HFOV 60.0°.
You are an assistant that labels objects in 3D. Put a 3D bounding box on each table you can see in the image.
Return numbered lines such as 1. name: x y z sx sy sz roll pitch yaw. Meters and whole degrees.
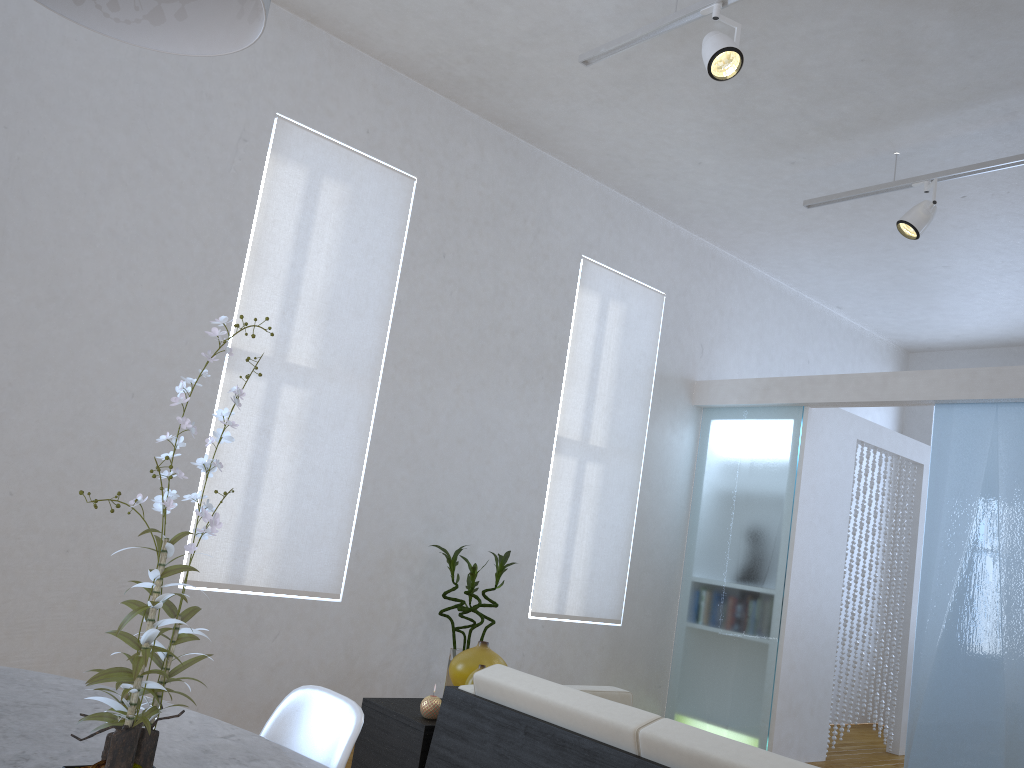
1. table: -0.631 0.782 0.908 1.075 0.620 1.911 17 -13 -40

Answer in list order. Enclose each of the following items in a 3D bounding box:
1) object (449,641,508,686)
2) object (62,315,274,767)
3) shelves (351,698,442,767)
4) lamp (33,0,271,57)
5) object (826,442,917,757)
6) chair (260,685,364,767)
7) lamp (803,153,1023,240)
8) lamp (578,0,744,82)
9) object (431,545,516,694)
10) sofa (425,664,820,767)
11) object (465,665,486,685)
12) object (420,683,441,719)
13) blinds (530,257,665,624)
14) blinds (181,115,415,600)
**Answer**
1. object: -0.114 0.992 3.037 0.207 0.214 0.208 9 -9 2
2. object: -0.472 0.216 1.173 0.202 0.635 0.167 11 -9 -11
3. shelves: -0.132 1.312 2.933 0.733 0.449 0.349 17 -12 -39
4. lamp: -0.426 -1.313 1.337 0.399 1.531 0.402 6 -9 17
5. object: 2.425 1.443 5.941 0.927 2.006 0.051 16 -11 -40
6. chair: -0.495 0.686 1.454 0.421 0.350 0.406 17 -12 -40
7. lamp: 2.588 -0.960 3.606 0.206 0.484 3.118 17 -13 -41
8. lamp: 1.306 -1.349 2.558 0.224 0.484 3.120 16 -12 -39
9. object: -0.272 1.277 4.348 0.379 0.976 0.486 5 -9 22
10. sofa: 1.242 1.327 2.409 9.766 0.676 5.339 17 -13 -39
11. object: -0.108 0.990 2.864 0.095 0.159 0.096 9 -9 2
12. object: -0.243 0.972 2.721 0.071 0.103 0.071 11 -9 -12
13. blinds: 0.543 0.358 5.342 0.765 2.102 0.007 16 -11 -39
14. blinds: -0.933 -0.100 4.082 0.765 2.101 0.007 16 -11 -39
